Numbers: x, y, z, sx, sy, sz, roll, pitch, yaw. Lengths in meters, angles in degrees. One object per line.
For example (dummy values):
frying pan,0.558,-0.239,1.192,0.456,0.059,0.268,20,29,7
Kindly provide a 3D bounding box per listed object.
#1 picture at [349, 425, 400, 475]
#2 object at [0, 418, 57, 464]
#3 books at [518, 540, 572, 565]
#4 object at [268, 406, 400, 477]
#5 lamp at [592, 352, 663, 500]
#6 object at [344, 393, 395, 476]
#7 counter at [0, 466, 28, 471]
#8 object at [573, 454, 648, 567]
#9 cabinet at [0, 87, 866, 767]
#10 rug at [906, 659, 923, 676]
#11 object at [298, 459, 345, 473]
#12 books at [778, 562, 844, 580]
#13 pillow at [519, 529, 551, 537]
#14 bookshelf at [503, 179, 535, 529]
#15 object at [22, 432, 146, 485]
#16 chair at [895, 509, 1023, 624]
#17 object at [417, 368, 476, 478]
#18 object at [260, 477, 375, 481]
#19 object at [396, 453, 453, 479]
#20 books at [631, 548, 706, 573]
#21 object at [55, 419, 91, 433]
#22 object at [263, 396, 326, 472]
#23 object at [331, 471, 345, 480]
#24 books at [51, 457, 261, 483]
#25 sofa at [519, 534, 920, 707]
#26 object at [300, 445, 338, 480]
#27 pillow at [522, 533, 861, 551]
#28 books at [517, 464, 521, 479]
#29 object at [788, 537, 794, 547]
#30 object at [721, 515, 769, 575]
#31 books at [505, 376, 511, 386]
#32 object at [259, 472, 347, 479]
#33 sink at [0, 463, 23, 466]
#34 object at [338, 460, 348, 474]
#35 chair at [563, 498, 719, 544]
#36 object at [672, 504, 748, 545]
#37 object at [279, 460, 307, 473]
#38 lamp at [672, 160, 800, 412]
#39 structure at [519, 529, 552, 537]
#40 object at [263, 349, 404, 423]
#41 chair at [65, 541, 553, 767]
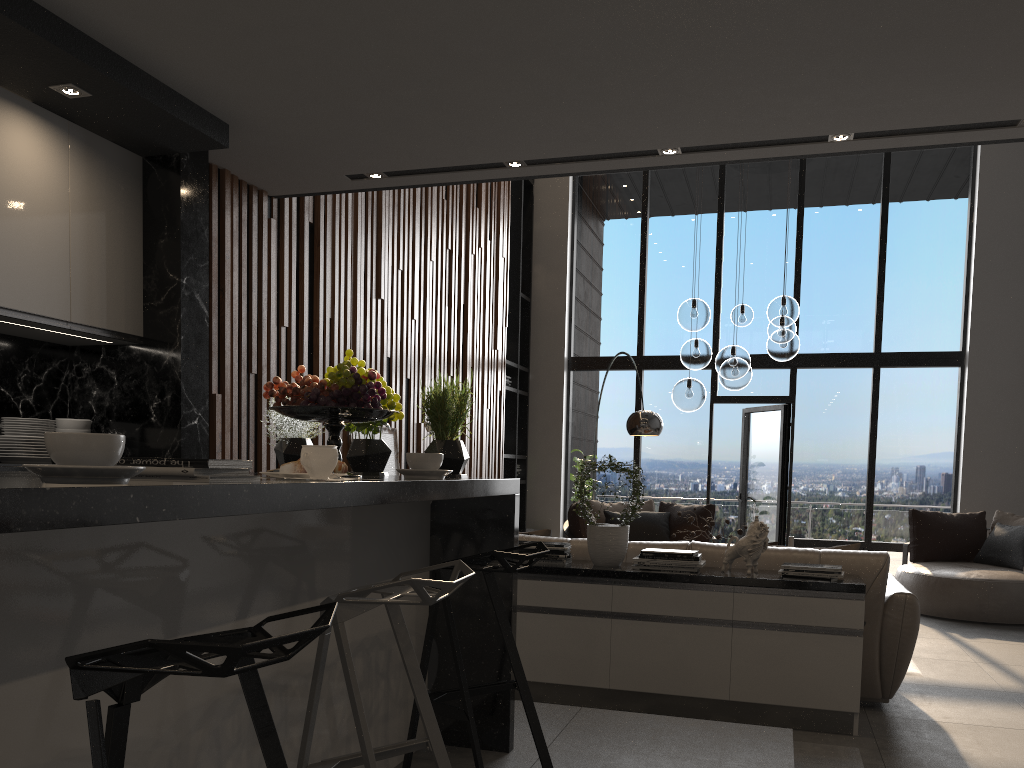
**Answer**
picture,-0.932,0.791,6.090,0.101,1.004,0.727,2,1,17
object,-2.031,0.245,3.684,0.300,0.196,0.305,0,-3,20
books,0.159,0.879,4.560,0.325,0.099,0.205,0,-4,17
object,-0.508,0.170,2.503,0.367,0.189,0.367,3,-4,-19
lamp,1.050,0.861,8.509,0.320,2.346,2.027,1,0,-6
object,-0.460,0.144,2.872,0.178,0.314,0.172,2,2,28
counter,-2.315,0.235,2.425,0.609,0.040,3.463,0,-6,17
object,0.493,0.642,4.458,0.385,0.580,0.214,1,3,-2
cabinet,-0.909,-0.284,1.822,3.615,3.256,6.210,1,-3,17
rug,1.595,1.824,6.306,2.295,0.020,1.611,0,-6,17
object,-0.494,0.204,2.212,0.131,0.060,0.070,0,-2,17
books,1.434,0.895,4.189,0.293,0.054,0.184,-1,-5,21
pillow,-0.359,1.124,5.533,0.762,0.550,1.382,3,-4,-43
bookshelf,-0.145,-1.001,9.700,0.337,5.351,1.449,2,3,17
object,-0.595,0.105,1.221,0.155,0.070,0.155,2,-4,-14
chair,4.181,1.576,7.727,1.441,0.904,1.484,-1,-3,34
object,-0.216,0.113,2.775,0.186,0.371,0.195,0,2,-28
object,-0.434,0.206,1.912,0.227,0.003,0.229,0,-6,17
object,-0.238,0.224,2.387,0.155,0.071,0.155,2,-4,-14
books,0.784,0.880,4.367,0.347,0.100,0.194,0,-4,17
object,-1.981,0.262,3.952,0.149,0.216,0.142,2,1,37
object,-0.735,0.158,2.930,0.220,0.286,0.210,2,1,30
object,-0.385,0.190,1.873,0.027,0.027,0.130,2,-5,-24
books,-0.624,0.149,1.536,0.322,0.038,0.172,0,-5,16
sofa,0.713,1.331,5.612,3.240,0.823,1.879,0,-4,17
object,-0.406,0.164,1.829,0.084,0.071,0.077,2,-1,-24
pillow,0.938,1.100,5.030,1.939,0.503,0.542,0,-2,16
books,-0.048,1.033,10.291,0.217,0.191,0.374,1,-3,17
object,1.871,1.269,6.163,0.315,0.400,0.319,2,0,36
object,1.142,0.784,4.277,0.206,0.292,0.135,2,2,36
books,-0.152,-0.026,9.782,0.218,0.129,0.323,0,-4,17
object,-0.466,0.205,1.958,0.192,0.012,0.191,6,-7,-40
sink,-2.159,0.165,2.969,0.497,0.549,1.114,1,-3,17
object,-0.466,0.209,2.258,0.074,0.059,0.060,0,-2,38
chair,1.203,1.565,8.344,1.478,0.904,1.446,-1,-4,44
object,1.434,1.186,6.444,0.542,0.607,0.315,1,2,-12
object,-0.473,0.189,1.961,0.074,0.043,0.128,1,-5,9
lamp,1.667,-2.283,6.172,1.230,5.031,1.222,2,3,14
structure,-0.801,1.651,7.431,0.666,0.459,6.543,1,-5,17
object,-0.514,0.003,2.486,0.347,0.216,0.319,1,-3,14
chair,-0.305,0.750,1.844,0.434,0.739,1.730,2,-4,17
